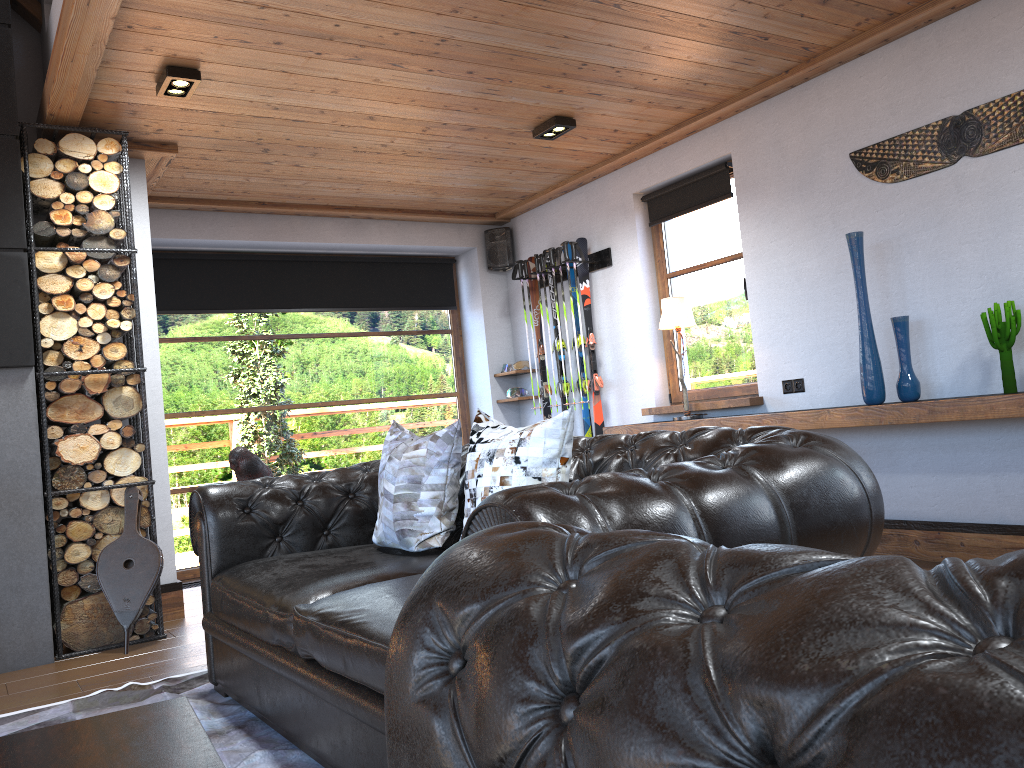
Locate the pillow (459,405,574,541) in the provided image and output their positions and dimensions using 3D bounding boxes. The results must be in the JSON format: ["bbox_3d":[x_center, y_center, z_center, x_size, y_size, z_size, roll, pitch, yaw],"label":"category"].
[{"bbox_3d":[0.005,0.291,2.681,0.286,0.469,0.522,-4,-3,-30],"label":"pillow"}]

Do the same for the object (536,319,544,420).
[{"bbox_3d":[0.217,-0.208,7.173,0.116,1.607,0.094,-4,-4,-33],"label":"object"}]

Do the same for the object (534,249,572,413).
[{"bbox_3d":[0.323,-0.262,6.891,0.257,1.623,0.102,-3,-4,-36],"label":"object"}]

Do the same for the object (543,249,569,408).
[{"bbox_3d":[0.359,-0.261,6.990,0.112,1.623,0.072,-4,-4,-33],"label":"object"}]

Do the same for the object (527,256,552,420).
[{"bbox_3d":[0.257,-0.230,7.087,0.116,1.607,0.094,-4,-4,-33],"label":"object"}]

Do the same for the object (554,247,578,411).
[{"bbox_3d":[0.392,-0.416,6.731,0.119,1.250,0.060,-8,-4,39],"label":"object"}]

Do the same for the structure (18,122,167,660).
[{"bbox_3d":[-2.211,0.020,4.621,0.507,2.618,0.506,-4,-4,-33],"label":"structure"}]

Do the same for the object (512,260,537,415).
[{"bbox_3d":[0.104,-0.372,7.051,0.058,1.250,0.122,-8,-4,39],"label":"object"}]

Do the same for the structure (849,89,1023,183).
[{"bbox_3d":[2.118,-1.178,4.222,0.099,0.240,1.233,-4,-3,-32],"label":"structure"}]

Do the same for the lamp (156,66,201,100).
[{"bbox_3d":[-1.581,-1.431,4.195,0.157,0.068,0.258,-4,-3,-32],"label":"lamp"}]

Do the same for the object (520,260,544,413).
[{"bbox_3d":[0.147,-0.373,7.121,0.119,1.250,0.060,-8,-4,39],"label":"object"}]

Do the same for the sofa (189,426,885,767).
[{"bbox_3d":[-0.109,0.620,2.800,1.254,0.839,2.535,-4,-3,-33],"label":"sofa"}]

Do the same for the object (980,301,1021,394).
[{"bbox_3d":[2.199,-0.160,3.956,0.157,0.411,0.147,-7,-3,26],"label":"object"}]

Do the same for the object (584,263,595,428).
[{"bbox_3d":[0.567,-0.268,6.615,0.116,1.607,0.094,-4,-4,-33],"label":"object"}]

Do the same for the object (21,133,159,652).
[{"bbox_3d":[-2.221,0.027,4.625,0.499,2.613,0.461,-4,-4,-33],"label":"object"}]

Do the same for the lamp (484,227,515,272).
[{"bbox_3d":[-0.105,-1.156,7.618,0.216,0.349,0.211,-4,-4,-33],"label":"lamp"}]

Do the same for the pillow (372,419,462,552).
[{"bbox_3d":[-0.350,0.352,3.248,0.286,0.469,0.522,-4,-3,-30],"label":"pillow"}]

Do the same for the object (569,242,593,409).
[{"bbox_3d":[0.535,-0.439,6.526,0.120,1.250,0.059,-7,-3,19],"label":"object"}]

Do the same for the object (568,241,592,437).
[{"bbox_3d":[0.531,-0.289,6.753,0.112,1.623,0.072,-4,-4,-33],"label":"object"}]

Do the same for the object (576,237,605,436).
[{"bbox_3d":[0.607,-0.290,6.529,0.116,1.607,0.094,-4,-4,-33],"label":"object"}]

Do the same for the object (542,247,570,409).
[{"bbox_3d":[0.330,-0.410,6.707,0.120,1.250,0.059,-6,-3,14],"label":"object"}]

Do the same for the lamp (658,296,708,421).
[{"bbox_3d":[1.297,0.168,5.812,0.639,1.482,0.243,-4,-4,-29],"label":"lamp"}]

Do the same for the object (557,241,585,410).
[{"bbox_3d":[0.429,-0.429,6.523,0.120,1.250,0.059,-7,-4,24],"label":"object"}]

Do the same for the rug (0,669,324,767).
[{"bbox_3d":[-0.187,0.991,2.077,2.459,0.053,3.996,-4,-3,-32],"label":"rug"}]

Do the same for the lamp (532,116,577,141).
[{"bbox_3d":[0.255,-1.561,5.390,0.157,0.068,0.258,-4,-3,-32],"label":"lamp"}]

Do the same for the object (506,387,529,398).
[{"bbox_3d":[0.050,0.074,7.500,0.188,0.084,0.352,-6,-3,4],"label":"object"}]

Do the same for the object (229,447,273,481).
[{"bbox_3d":[-1.156,0.435,3.968,0.149,0.319,0.249,-6,-3,9],"label":"object"}]

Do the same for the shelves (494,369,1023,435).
[{"bbox_3d":[1.712,0.104,4.842,0.619,0.989,6.564,-4,-3,-32],"label":"shelves"}]

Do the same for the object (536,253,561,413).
[{"bbox_3d":[0.269,-0.395,6.926,0.119,1.250,0.060,-8,-4,39],"label":"object"}]

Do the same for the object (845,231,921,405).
[{"bbox_3d":[1.833,-0.334,4.393,0.272,0.863,0.112,-6,-3,13],"label":"object"}]

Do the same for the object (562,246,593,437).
[{"bbox_3d":[0.501,-0.283,6.821,0.112,1.623,0.072,-4,-4,-33],"label":"object"}]

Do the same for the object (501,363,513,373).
[{"bbox_3d":[-0.013,-0.136,7.581,0.161,0.084,0.187,-4,-3,-34],"label":"object"}]

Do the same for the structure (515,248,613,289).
[{"bbox_3d":[0.341,-0.882,6.881,0.322,0.135,1.038,-4,-3,-32],"label":"structure"}]

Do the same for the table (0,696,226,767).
[{"bbox_3d":[-0.758,0.871,1.630,0.404,0.350,0.643,-4,-3,-27],"label":"table"}]

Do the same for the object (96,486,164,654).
[{"bbox_3d":[-1.880,0.900,4.362,0.260,0.795,0.271,-8,-4,41],"label":"object"}]

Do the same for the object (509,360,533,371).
[{"bbox_3d":[0.080,-0.152,7.432,0.192,0.084,0.158,-4,-3,-34],"label":"object"}]
